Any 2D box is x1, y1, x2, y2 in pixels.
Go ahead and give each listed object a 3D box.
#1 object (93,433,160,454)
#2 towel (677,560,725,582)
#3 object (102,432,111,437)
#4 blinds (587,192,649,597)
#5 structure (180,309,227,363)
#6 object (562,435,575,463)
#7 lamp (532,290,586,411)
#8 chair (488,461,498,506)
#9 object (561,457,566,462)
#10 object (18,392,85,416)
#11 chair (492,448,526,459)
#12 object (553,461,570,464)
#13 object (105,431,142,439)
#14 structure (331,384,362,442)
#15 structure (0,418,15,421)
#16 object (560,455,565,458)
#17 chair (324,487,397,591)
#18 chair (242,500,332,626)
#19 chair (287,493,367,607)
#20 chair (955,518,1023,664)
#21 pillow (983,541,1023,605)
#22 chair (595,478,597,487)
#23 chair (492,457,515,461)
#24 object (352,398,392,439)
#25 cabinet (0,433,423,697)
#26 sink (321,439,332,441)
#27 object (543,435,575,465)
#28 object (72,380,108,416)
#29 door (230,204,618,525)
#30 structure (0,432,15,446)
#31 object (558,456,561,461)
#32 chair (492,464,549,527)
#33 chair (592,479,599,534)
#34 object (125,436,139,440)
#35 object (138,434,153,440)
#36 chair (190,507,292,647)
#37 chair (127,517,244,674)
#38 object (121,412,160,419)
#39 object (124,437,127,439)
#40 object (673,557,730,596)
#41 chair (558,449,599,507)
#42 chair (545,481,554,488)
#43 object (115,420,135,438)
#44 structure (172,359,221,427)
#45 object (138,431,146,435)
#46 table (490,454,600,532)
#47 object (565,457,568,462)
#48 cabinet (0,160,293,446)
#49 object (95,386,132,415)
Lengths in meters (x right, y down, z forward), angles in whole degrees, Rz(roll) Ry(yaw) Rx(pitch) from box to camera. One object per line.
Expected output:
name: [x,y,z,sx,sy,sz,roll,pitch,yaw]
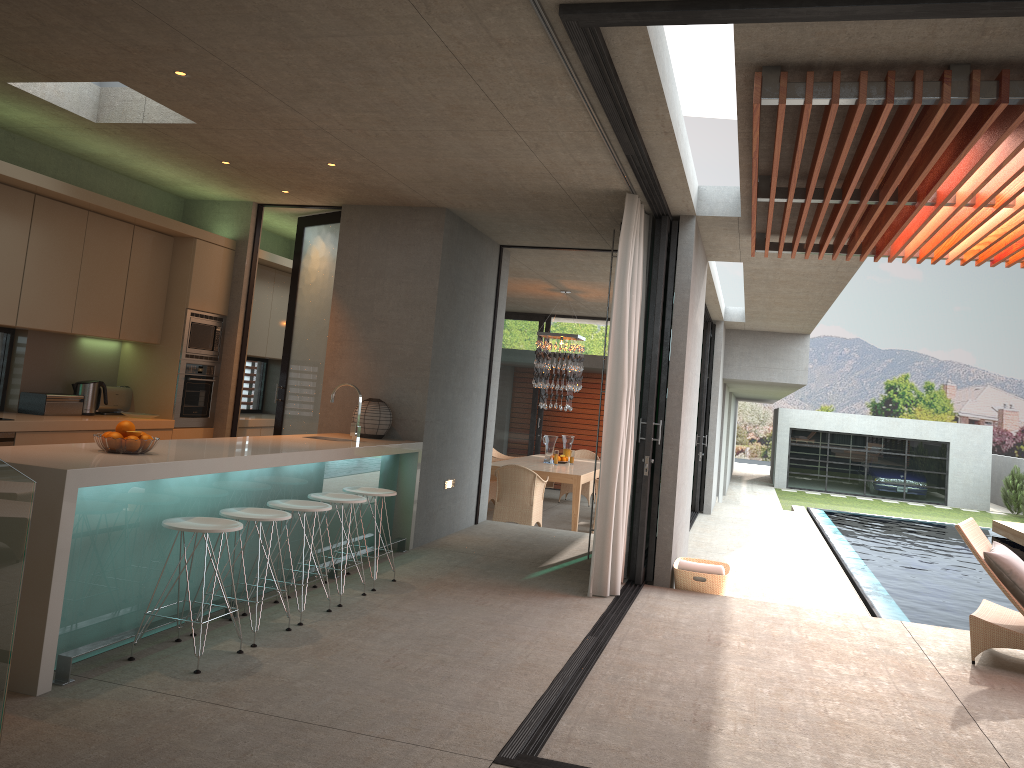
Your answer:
object: [-1.974,0.308,4.518,0.316,0.082,0.313,5,-1,15]
towel: [1.501,1.564,7.017,0.369,0.314,0.307,4,-3,16]
object: [-2.057,0.286,4.514,0.086,0.087,0.087,7,-3,-24]
blinds: [0.844,0.058,6.765,0.230,2.957,0.877,4,-5,12]
structure: [-2.966,-0.436,7.961,0.460,0.440,0.592,4,-3,15]
object: [0.808,0.952,12.960,0.192,0.389,0.191,5,-5,-3]
lamp: [0.705,-0.485,12.881,0.619,1.769,0.614,4,-5,15]
chair: [-0.541,1.349,12.461,0.631,0.870,0.612,4,-4,15]
object: [0.733,1.083,12.578,0.081,0.082,0.080,2,-4,44]
object: [-3.571,0.156,6.860,0.240,0.161,0.398,5,-2,15]
chair: [-0.160,1.401,13.879,0.631,0.870,0.612,4,-4,15]
object: [0.675,1.113,12.646,0.309,0.034,0.309,5,-1,-16]
object: [-1.966,0.288,4.462,0.173,0.101,0.096,6,-3,-30]
structure: [-1.309,0.218,6.914,0.258,0.445,0.096,4,-5,15]
structure: [-3.672,0.216,5.594,0.464,0.091,0.833,5,-1,15]
object: [0.722,1.038,12.628,0.070,0.048,0.071,6,-2,-24]
chair: [-1.013,1.050,6.097,0.382,0.628,0.379,4,-4,15]
chair: [-1.268,1.014,5.135,0.382,0.628,0.379,4,-4,15]
chair: [-1.141,1.032,5.613,0.382,0.628,0.379,4,-4,15]
chair: [3.884,1.393,5.178,2.298,0.833,0.695,4,-3,34]
pillow: [3.254,1.272,5.612,0.427,0.430,0.604,3,-3,33]
chair: [1.427,2.194,18.380,0.617,0.870,0.626,1,-5,45]
chair: [-0.350,1.375,13.170,0.631,0.870,0.612,4,-4,15]
object: [-1.188,0.290,7.526,0.340,0.337,0.338,5,-3,7]
cabinet: [-1.717,0.841,5.660,0.801,0.905,4.095,4,-1,15]
sink: [-1.438,0.523,6.932,0.374,0.135,0.372,5,-1,15]
object: [0.629,0.929,12.470,0.325,0.389,0.537,3,-3,31]
object: [-3.444,0.108,7.181,0.177,0.287,0.276,4,-4,20]
door: [-0.245,0.642,2.695,5.762,4.504,15.274,6,-1,-13]
structure: [-3.462,0.557,5.495,0.079,0.504,0.822,4,-2,15]
object: [0.646,1.071,12.569,0.094,0.095,0.094,5,-3,5]
chair: [0.080,1.379,10.536,0.618,0.870,0.625,4,-4,15]
chair: [1.383,1.505,11.191,0.631,0.870,0.612,4,-4,15]
object: [-1.914,0.301,4.452,0.081,0.082,0.080,2,-4,44]
object: [-1.883,0.300,4.530,0.087,0.087,0.086,5,-3,6]
chair: [-1.391,0.997,4.675,0.382,0.628,0.379,4,-4,15]
chair: [-1.513,0.980,4.221,0.382,0.628,0.379,4,-4,15]
object: [-3.124,0.267,7.429,0.309,0.034,0.309,5,-1,-16]
object: [-1.958,0.303,4.512,0.070,0.071,0.071,7,-4,-36]
object: [1.530,1.626,7.157,0.446,0.302,0.675,5,-2,15]
chair: [1.108,1.523,14.531,0.618,0.870,0.625,4,-4,15]
chair: [0.519,2.114,18.458,0.614,0.870,0.629,7,-4,-30]
object: [-1.991,0.235,4.551,0.094,0.095,0.094,3,-4,35]
structure: [-2.993,0.074,7.907,0.498,0.584,0.592,4,-3,15]
object: [-1.941,0.293,4.601,0.094,0.095,0.094,5,-3,4]
table: [0.617,1.506,12.533,1.281,0.762,3.236,5,-1,15]
object: [0.765,1.083,12.655,0.087,0.087,0.086,5,-3,6]
cabinet: [-2.778,-0.085,6.458,1.967,2.582,7.423,4,-1,15]
object: [-3.410,0.134,7.495,0.150,0.249,0.387,4,-2,15]
